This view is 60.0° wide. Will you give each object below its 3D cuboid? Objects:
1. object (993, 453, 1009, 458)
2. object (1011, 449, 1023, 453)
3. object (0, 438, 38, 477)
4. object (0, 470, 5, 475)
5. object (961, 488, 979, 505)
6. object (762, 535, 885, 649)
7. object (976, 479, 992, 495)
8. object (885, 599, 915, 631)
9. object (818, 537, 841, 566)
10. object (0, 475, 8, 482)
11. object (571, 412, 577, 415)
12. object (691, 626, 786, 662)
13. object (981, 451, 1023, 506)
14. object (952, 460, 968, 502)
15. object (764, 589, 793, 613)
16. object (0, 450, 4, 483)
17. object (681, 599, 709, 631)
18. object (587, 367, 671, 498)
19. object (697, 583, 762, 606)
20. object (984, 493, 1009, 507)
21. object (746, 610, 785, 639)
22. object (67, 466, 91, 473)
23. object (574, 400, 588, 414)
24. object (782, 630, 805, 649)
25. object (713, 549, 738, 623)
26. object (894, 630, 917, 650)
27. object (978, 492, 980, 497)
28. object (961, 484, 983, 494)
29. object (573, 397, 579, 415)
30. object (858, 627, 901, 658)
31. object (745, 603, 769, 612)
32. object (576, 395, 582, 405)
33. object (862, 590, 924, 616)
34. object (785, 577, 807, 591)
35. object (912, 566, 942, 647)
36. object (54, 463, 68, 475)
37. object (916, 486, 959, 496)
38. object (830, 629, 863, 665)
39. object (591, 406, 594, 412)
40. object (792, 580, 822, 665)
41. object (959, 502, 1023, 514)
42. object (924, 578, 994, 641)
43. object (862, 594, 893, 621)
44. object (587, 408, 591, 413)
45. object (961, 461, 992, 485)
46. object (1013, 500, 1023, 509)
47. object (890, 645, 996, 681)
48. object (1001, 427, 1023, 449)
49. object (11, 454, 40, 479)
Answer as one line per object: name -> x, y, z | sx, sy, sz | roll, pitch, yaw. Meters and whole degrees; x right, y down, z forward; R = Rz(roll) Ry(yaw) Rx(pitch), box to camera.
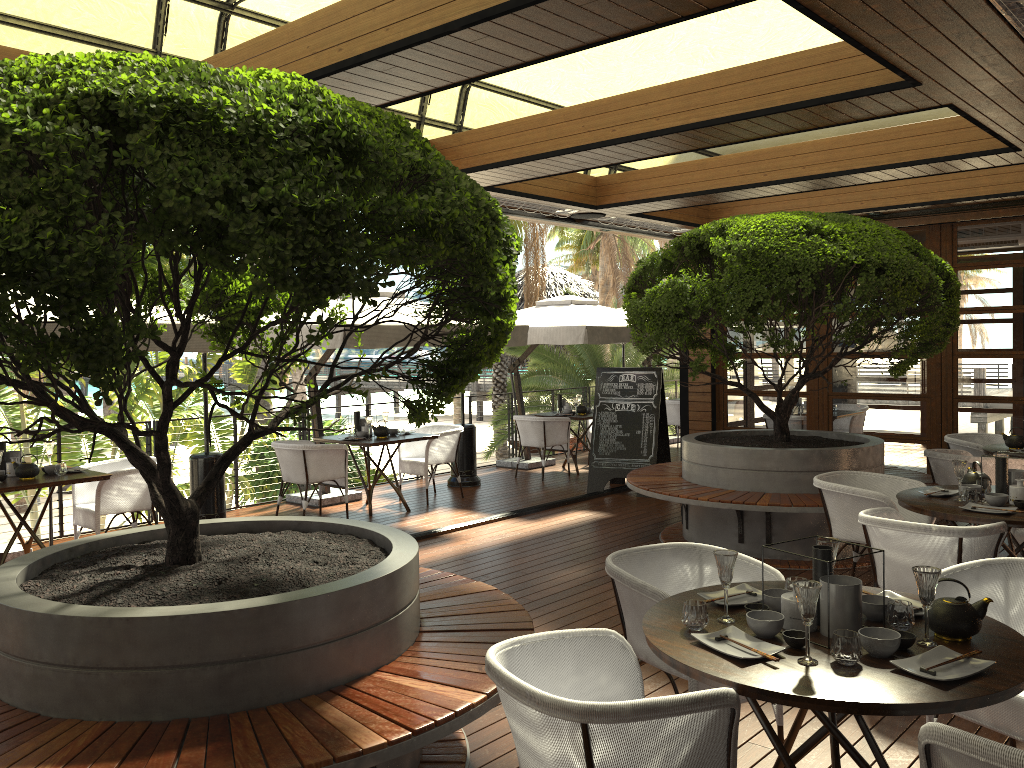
object -> 2.889, 0.528, 5.235 | 0.082, 0.227, 0.082 | 0, 2, 34
object -> 4.094, 0.534, 6.966 | 0.170, 0.025, 0.295 | -1, 3, -9
object -> -3.783, 0.555, 6.700 | 0.263, 0.264, 0.263 | -1, 2, -4
object -> -3.743, 0.665, 6.432 | 0.116, 0.065, 0.116 | 1, 3, 40
object -> 2.526, 0.622, 4.889 | 0.086, 0.086, 0.086 | -1, 2, 5
object -> 0.989, 0.652, 2.824 | 0.263, 0.264, 0.263 | -2, 2, -31
object -> 2.755, 0.605, 5.185 | 0.086, 0.086, 0.086 | -1, 2, 10
object -> 1.233, 0.737, 2.818 | 0.086, 0.086, 0.086 | 0, 2, 19
object -> 1.101, 0.654, 3.086 | 0.082, 0.227, 0.082 | -2, 2, -37
object -> -3.668, 0.678, 6.368 | 0.080, 0.042, 0.080 | -1, 2, 3
object -> 0.799, 0.378, 11.424 | 0.080, 0.042, 0.080 | 1, 3, 33
object -> 0.689, 0.784, 2.643 | 0.170, 0.025, 0.295 | -2, 3, -26
object -> 2.802, 0.527, 4.945 | 0.263, 0.264, 0.263 | -3, 3, -45
object -> 2.521, 0.545, 4.993 | 0.082, 0.227, 0.082 | -2, 2, -39
object -> 0.911, 0.744, 3.017 | 0.116, 0.065, 0.116 | -1, 2, -5
object -> -3.649, 0.586, 6.288 | 0.082, 0.227, 0.082 | 1, 2, 42
object -> 0.590, 0.746, 2.853 | 0.086, 0.086, 0.086 | 0, 2, 19
object -> 1.332, 0.507, 10.009 | 0.768, 1.396, 0.772 | 0, 2, 26
object -> 0.784, 0.760, 3.152 | 0.295, 0.025, 0.170 | -2, 3, -31
object -> 2.637, 0.634, 4.825 | 0.116, 0.065, 0.116 | -2, 3, -24
object -> 0.793, 0.757, 2.777 | 0.116, 0.065, 0.116 | -2, 3, -28
object -> -3.402, 0.661, 6.849 | 0.295, 0.025, 0.170 | 1, 3, 41
object -> 0.909, 0.302, 11.559 | 0.168, 0.179, 0.163 | 1, 3, 40
object -> 0.854, 0.772, 2.666 | 0.080, 0.042, 0.080 | -1, 2, 3
object -> 0.706, 0.667, 2.927 | 0.082, 0.227, 0.082 | -2, 2, -30
object -> 1.163, 0.768, 2.644 | 0.080, 0.042, 0.080 | -1, 2, -10
object -> 2.612, 0.637, 5.031 | 0.080, 0.042, 0.080 | 0, 2, 19
object -> 2.656, 0.621, 5.127 | 0.116, 0.065, 0.116 | -3, 3, -36
object -> 0.818, 0.286, 11.343 | 0.082, 0.227, 0.082 | 1, 2, 42
object -> 1.074, 0.760, 2.592 | 0.116, 0.065, 0.116 | -1, 2, -5
object -> 0.814, 0.760, 2.946 | 0.080, 0.042, 0.080 | -2, 3, -32
object -> 0.900, 0.260, 11.894 | 0.082, 0.227, 0.082 | 1, 2, 42
object -> 1.314, 0.755, 3.062 | 0.170, 0.025, 0.295 | -2, 3, -26
object -> 0.999, 0.727, 3.110 | 0.086, 0.086, 0.086 | 0, 2, 14
object -> 1.250, 0.670, 2.673 | 0.082, 0.227, 0.082 | -2, 2, -30
object -> -3.377, 0.639, 6.638 | 0.086, 0.086, 0.086 | -3, 3, -44
object -> 2.500, 0.639, 5.208 | 0.295, 0.025, 0.170 | -3, 3, -40
object -> 0.954, 0.754, 2.531 | 0.086, 0.086, 0.086 | 0, 2, 14
object -> 1.090, 0.339, 11.693 | 0.086, 0.086, 0.086 | -3, 3, -44
object -> 0.845, 0.682, 2.537 | 0.082, 0.227, 0.082 | -2, 2, -37
object -> 2.536, 0.663, 4.671 | 0.170, 0.025, 0.295 | -3, 4, -45
object -> 1.366, 0.691, 2.744 | 0.163, 0.179, 0.168 | -2, 2, -28
object -> 1.200, 0.743, 2.927 | 0.116, 0.065, 0.116 | -2, 3, -28
object -> 0.996, 0.349, 11.754 | 0.116, 0.065, 0.116 | -3, 3, -44
object -> 2.789, 0.552, 5.331 | 0.163, 0.179, 0.168 | -2, 3, -38
object -> 2.729, 0.648, 4.748 | 0.080, 0.042, 0.080 | -1, 2, 7
object -> 1.222, 0.783, 2.483 | 0.295, 0.025, 0.170 | -2, 3, -31
object -> 4.137, 0.442, 7.281 | 0.163, 0.179, 0.168 | -1, 2, -10
object -> -3.558, 0.602, 6.501 | 0.163, 0.179, 0.168 | 1, 3, 43
